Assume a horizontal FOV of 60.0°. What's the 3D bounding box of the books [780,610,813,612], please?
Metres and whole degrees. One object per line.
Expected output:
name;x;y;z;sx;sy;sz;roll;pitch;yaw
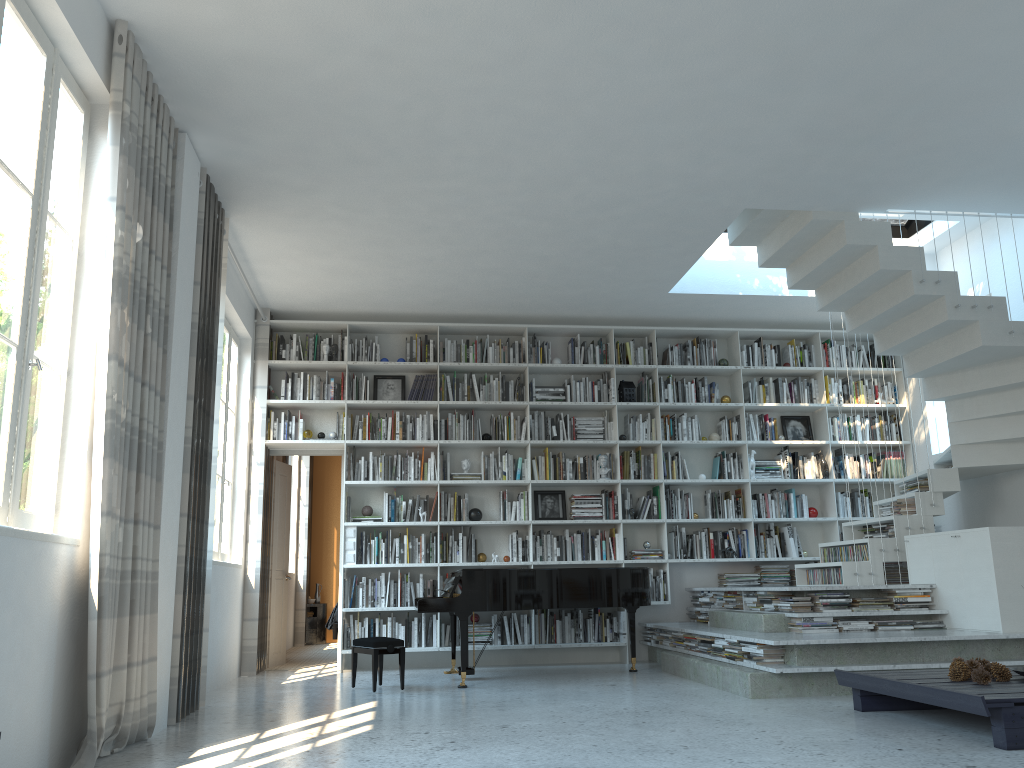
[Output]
books;2.048;1.634;6.388;0.144;0.009;0.250;1;-13;-7

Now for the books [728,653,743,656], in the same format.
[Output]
books;1.582;1.822;5.978;0.170;0.006;0.269;1;-13;-7

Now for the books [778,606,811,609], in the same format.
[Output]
books;2.038;1.609;6.392;0.152;0.015;0.208;1;-13;-10

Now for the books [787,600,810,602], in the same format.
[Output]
books;2.070;1.567;6.406;0.091;0.011;0.190;1;-13;-9

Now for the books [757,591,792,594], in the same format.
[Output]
books;1.975;1.571;6.679;0.189;0.022;0.238;-1;-13;-2

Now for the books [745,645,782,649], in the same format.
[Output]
books;1.614;1.686;5.697;0.165;0.015;0.243;0;-13;-3

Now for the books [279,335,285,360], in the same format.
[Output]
books;-2.146;-0.302;8.284;0.025;0.268;0.177;0;-13;-7

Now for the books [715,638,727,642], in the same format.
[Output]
books;1.546;1.810;6.287;0.139;0.013;0.289;-1;-13;-2

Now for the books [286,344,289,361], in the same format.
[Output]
books;-2.093;-0.260;8.309;0.031;0.195;0.145;0;-13;-7

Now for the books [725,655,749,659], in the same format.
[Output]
books;1.574;1.835;5.974;0.178;0.009;0.277;1;-13;-9

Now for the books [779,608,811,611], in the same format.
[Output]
books;2.032;1.623;6.388;0.161;0.014;0.213;0;-13;-3

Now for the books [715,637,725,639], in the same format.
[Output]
books;1.546;1.797;6.290;0.157;0.014;0.216;0;-13;-5

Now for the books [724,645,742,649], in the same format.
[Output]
books;1.571;1.774;5.987;0.168;0.013;0.282;2;-13;-12

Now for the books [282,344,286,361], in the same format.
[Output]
books;-2.119;-0.261;8.280;0.028;0.186;0.182;0;-13;-7

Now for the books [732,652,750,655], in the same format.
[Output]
books;1.590;1.812;5.981;0.154;0.014;0.197;1;-13;-7

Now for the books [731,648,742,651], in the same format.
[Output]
books;1.582;1.789;5.985;0.150;0.004;0.291;0;-13;-3

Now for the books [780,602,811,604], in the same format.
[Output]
books;2.048;1.578;6.401;0.137;0.012;0.243;0;-13;-6

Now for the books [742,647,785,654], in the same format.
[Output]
books;1.614;1.707;5.692;0.156;0.027;0.288;2;-13;-12

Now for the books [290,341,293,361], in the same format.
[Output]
books;-2.055;-0.276;8.309;0.024;0.226;0.158;0;-13;-7

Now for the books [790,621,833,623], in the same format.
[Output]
books;2.081;1.653;6.172;0.257;0.010;0.132;0;-13;-3

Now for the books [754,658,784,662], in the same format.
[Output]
books;1.640;1.762;5.683;0.132;0.014;0.206;1;-13;-7

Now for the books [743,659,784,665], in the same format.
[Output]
books;1.610;1.777;5.676;0.184;0.017;0.231;0;-13;-5

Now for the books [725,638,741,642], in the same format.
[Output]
books;1.568;1.728;5.996;0.182;0.016;0.257;0;-13;-4

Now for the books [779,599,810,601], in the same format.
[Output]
books;2.043;1.557;6.405;0.132;0.009;0.270;0;-13;-3

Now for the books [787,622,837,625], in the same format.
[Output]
books;2.082;1.661;6.158;0.292;0.012;0.160;0;-13;-4

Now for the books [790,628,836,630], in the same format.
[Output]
books;2.083;1.695;6.153;0.264;0.006;0.165;0;-13;-6

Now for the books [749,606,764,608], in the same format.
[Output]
books;1.976;1.750;6.956;0.136;0.013;0.259;1;-13;-7

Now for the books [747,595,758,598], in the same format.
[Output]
books;1.961;1.669;6.972;0.145;0.017;0.209;2;-13;-12

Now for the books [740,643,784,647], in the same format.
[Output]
books;1.607;1.674;5.698;0.176;0.010;0.267;1;-13;-11

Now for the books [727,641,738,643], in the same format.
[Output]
books;1.569;1.741;5.994;0.178;0.010;0.196;-1;-13;-2

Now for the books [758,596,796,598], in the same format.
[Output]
books;1.989;1.603;6.674;0.168;0.013;0.282;1;-13;-10

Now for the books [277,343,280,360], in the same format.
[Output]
books;-2.170;-0.265;8.279;0.024;0.194;0.167;0;-13;-7

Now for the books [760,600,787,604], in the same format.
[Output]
books;1.992;1.636;6.667;0.177;0.026;0.231;1;-13;-7

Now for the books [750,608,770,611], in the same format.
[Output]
books;1.967;1.764;6.952;0.132;0.016;0.263;-1;-13;-2

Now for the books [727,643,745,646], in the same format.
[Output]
books;1.579;1.757;5.991;0.175;0.006;0.252;1;-13;-7

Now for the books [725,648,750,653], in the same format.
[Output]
books;1.570;1.798;5.981;0.191;0.015;0.247;0;-13;-6

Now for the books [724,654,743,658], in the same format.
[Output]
books;1.568;1.827;5.974;0.191;0.006;0.275;0;-13;-5

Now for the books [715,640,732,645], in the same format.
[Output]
books;1.549;1.829;6.283;0.141;0.028;0.223;2;-13;-12

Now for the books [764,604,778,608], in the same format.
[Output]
books;2.002;1.663;6.663;0.155;0.028;0.190;0;-13;-6

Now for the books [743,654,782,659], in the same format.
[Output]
books;1.603;1.747;5.682;0.187;0.017;0.206;-1;-13;-2

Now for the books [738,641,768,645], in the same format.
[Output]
books;1.599;1.662;5.700;0.192;0.014;0.257;1;-13;-11

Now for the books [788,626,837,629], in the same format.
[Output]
books;2.083;1.688;6.155;0.285;0.008;0.160;1;-13;-9

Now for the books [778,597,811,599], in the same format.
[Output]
books;2.040;1.546;6.407;0.149;0.014;0.229;1;-13;-9

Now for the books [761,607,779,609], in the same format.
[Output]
books;1.997;1.680;6.658;0.154;0.007;0.293;0;-13;-4

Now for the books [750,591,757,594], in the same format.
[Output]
books;1.967;1.640;6.979;0.134;0.014;0.181;-1;-13;-2

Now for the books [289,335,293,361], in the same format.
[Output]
books;-2.071;-0.305;8.305;0.010;0.280;0.161;0;-13;-7

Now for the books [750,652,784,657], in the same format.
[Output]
books;1.634;1.729;5.690;0.137;0.019;0.225;0;-13;-6

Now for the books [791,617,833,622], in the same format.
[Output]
books;2.082;1.633;6.163;0.234;0.025;0.158;2;-13;-12

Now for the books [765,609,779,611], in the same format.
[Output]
books;2.001;1.693;6.656;0.142;0.020;0.231;-1;-13;-2

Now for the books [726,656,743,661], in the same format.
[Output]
books;1.564;1.846;5.970;0.191;0.016;0.209;-1;-13;-2

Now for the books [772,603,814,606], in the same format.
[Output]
books;2.024;1.590;6.395;0.184;0.014;0.298;1;-13;-8

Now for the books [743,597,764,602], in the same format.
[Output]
books;1.951;1.691;6.966;0.174;0.029;0.251;1;-13;-9

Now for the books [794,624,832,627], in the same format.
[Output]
books;2.083;1.672;6.152;0.210;0.012;0.168;0;-13;-3

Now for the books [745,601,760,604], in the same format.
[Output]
books;1.947;1.712;6.960;0.178;0.015;0.188;-1;-13;-2

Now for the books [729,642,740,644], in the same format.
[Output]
books;1.590;1.750;5.994;0.133;0.008;0.285;1;-13;-11

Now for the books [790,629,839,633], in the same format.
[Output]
books;2.085;1.705;6.131;0.262;0.023;0.200;1;-13;-9

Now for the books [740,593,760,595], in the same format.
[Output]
books;1.937;1.653;6.972;0.192;0.014;0.257;1;-13;-11

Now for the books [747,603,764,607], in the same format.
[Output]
books;1.958;1.731;6.958;0.167;0.024;0.192;0;-13;-6

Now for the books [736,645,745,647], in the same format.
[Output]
books;1.592;1.764;5.992;0.133;0.009;0.210;0;-13;-3
